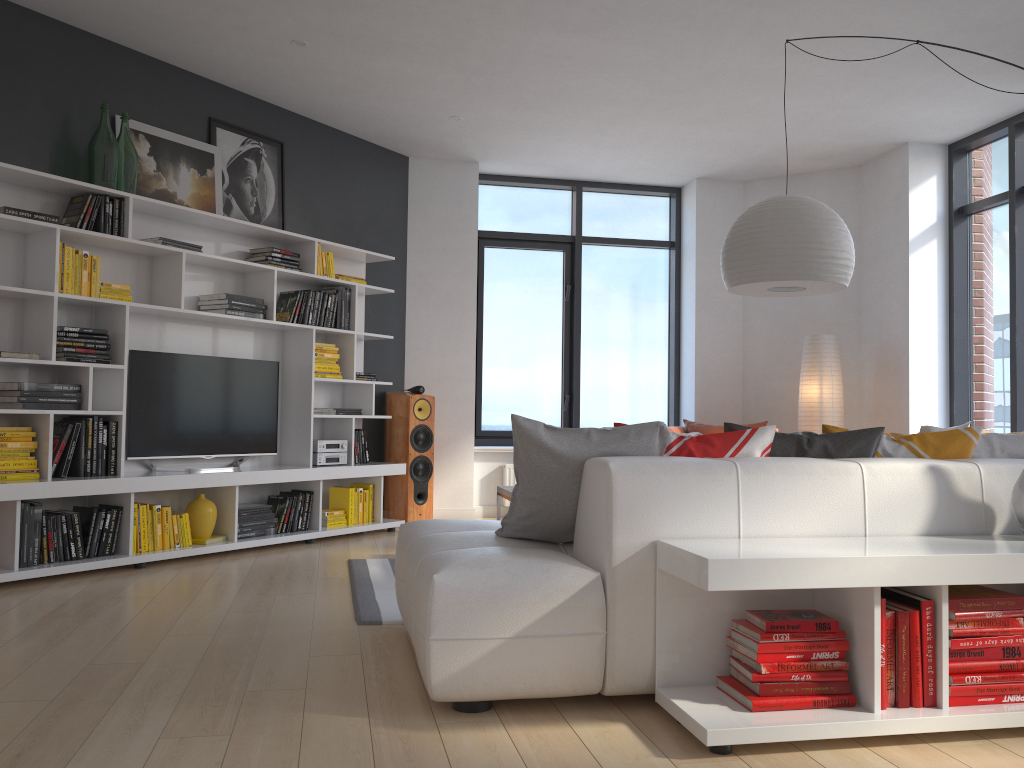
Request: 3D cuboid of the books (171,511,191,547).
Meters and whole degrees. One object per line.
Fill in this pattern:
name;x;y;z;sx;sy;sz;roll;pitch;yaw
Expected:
books;-1.931;0.839;5.143;0.148;0.193;0.067;-1;-3;35

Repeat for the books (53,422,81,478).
books;-2.391;0.346;4.694;0.210;0.289;0.100;-1;-3;33

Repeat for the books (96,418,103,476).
books;-2.311;0.341;4.833;0.239;0.315;0.034;-1;-3;34

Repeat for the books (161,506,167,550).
books;-2.014;0.810;5.016;0.169;0.240;0.043;-1;-3;32

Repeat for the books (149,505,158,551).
books;-2.053;0.801;4.974;0.180;0.252;0.041;-1;-3;34

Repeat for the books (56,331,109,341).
books;-2.363;-0.256;4.787;0.214;0.030;0.284;-1;-3;42

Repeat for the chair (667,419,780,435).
chair;1.679;0.712;7.027;0.896;0.858;0.843;0;-2;21

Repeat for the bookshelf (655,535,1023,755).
bookshelf;1.722;0.720;2.626;2.600;0.500;0.356;1;-2;-11

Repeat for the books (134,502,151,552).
books;-2.086;0.794;4.948;0.202;0.267;0.038;-1;-3;34

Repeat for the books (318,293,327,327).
books;-1.372;-0.507;6.179;0.172;0.242;0.069;-1;-3;34

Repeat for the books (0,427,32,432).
books;-2.591;0.229;4.485;0.171;0.024;0.234;-1;-3;38

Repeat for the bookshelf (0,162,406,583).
bookshelf;-1.795;0.004;5.472;0.455;2.052;3.000;-1;-3;34

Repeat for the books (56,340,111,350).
books;-2.347;-0.205;4.769;0.214;0.030;0.284;-1;-3;42

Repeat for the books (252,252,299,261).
books;-1.581;-0.845;5.941;0.180;0.026;0.246;-1;-3;36

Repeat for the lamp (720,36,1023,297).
lamp;2.481;-0.303;3.638;3.199;2.647;0.710;0;-2;25

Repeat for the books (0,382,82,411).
books;-2.475;0.067;4.618;0.277;0.137;0.343;-1;-3;34

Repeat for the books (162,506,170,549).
books;-2.017;0.813;5.046;0.171;0.235;0.043;-1;-3;32

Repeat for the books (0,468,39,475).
books;-2.566;0.437;4.453;0.213;0.025;0.269;-1;-3;37

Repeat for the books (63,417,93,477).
books;-2.343;0.339;4.779;0.237;0.314;0.034;-1;-3;34

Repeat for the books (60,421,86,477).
books;-2.356;0.345;4.749;0.213;0.301;0.028;-1;-3;34

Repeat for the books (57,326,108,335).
books;-2.340;-0.284;4.774;0.180;0.026;0.246;-1;-3;41

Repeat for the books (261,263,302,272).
books;-1.588;-0.767;5.936;0.214;0.030;0.284;-1;-3;37

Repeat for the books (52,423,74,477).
books;-2.435;0.347;4.660;0.232;0.284;0.142;-1;-3;33

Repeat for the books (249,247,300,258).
books;-1.592;-0.872;5.946;0.209;0.030;0.266;0;-3;27

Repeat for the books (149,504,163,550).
books;-2.048;0.803;5.001;0.185;0.252;0.055;-1;-3;32

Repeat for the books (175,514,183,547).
books;-1.953;0.841;5.105;0.134;0.187;0.046;-1;-3;33

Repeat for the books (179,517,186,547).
books;-1.932;0.851;5.113;0.113;0.169;0.049;-1;-3;32

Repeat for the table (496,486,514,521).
table;0.551;0.809;4.783;1.091;0.435;1.091;1;-2;-11

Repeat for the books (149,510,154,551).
books;-2.061;0.814;4.953;0.156;0.230;0.042;-1;-3;32

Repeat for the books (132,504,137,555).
books;-2.123;0.786;4.847;0.204;0.270;0.029;-1;-3;34

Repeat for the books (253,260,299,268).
books;-1.591;-0.792;5.937;0.189;0.020;0.264;-1;-3;32

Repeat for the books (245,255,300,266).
books;-1.606;-0.817;5.952;0.214;0.030;0.284;-1;-3;37

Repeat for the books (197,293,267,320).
books;-1.784;-0.483;5.663;0.277;0.137;0.343;0;-3;29

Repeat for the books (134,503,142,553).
books;-2.119;0.788;4.891;0.213;0.271;0.048;-1;-3;34

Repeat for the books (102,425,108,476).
books;-2.287;0.362;4.856;0.200;0.272;0.028;-1;-3;34

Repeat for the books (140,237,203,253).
books;-2.037;-0.809;5.252;0.250;0.047;0.310;0;-3;29

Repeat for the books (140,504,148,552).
books;-2.104;0.796;4.924;0.198;0.258;0.066;-1;-3;34

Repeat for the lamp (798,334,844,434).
lamp;2.614;0.379;6.942;0.804;1.550;0.502;-1;-3;39

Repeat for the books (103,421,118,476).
books;-2.267;0.353;4.890;0.230;0.297;0.051;-1;-3;34

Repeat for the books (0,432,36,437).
books;-2.566;0.254;4.480;0.171;0.024;0.234;-1;-3;38

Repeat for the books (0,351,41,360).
books;-2.549;-0.139;4.450;0.266;0.030;0.209;0;-3;27

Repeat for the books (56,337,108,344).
books;-2.350;-0.230;4.771;0.189;0.020;0.264;-1;-3;37

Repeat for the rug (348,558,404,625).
rug;0.342;1.021;4.609;2.326;0.016;1.662;1;-2;-12

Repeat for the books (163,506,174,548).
books;-2.007;0.815;5.078;0.172;0.235;0.056;-1;-3;33

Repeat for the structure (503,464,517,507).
structure;0.648;0.923;7.659;1.474;0.460;0.110;1;-2;-11

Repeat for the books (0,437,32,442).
books;-2.574;0.278;4.474;0.238;0.023;0.167;3;-3;-41

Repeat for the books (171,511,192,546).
books;-1.925;0.840;5.168;0.149;0.193;0.046;-1;-3;34

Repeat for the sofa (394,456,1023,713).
sofa;1.177;0.652;4.034;3.424;0.732;2.614;1;-2;-11

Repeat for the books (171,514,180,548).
books;-1.970;0.839;5.091;0.138;0.188;0.056;-1;-3;34

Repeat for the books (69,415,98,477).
books;-2.328;0.334;4.808;0.237;0.326;0.026;-1;-3;34
